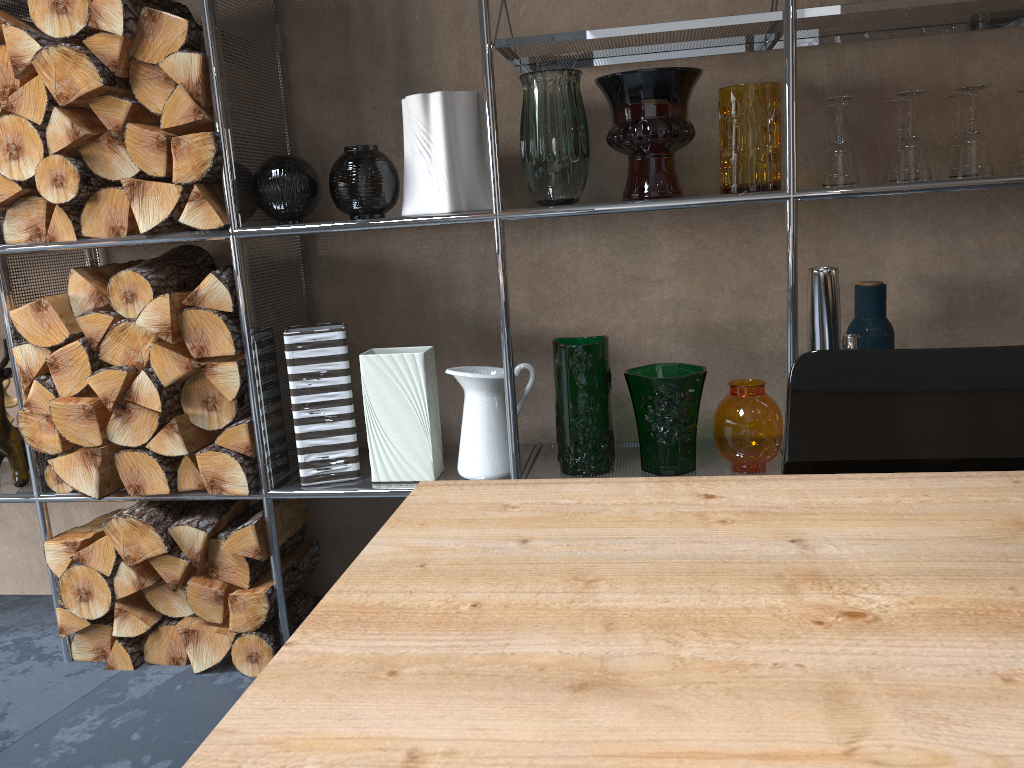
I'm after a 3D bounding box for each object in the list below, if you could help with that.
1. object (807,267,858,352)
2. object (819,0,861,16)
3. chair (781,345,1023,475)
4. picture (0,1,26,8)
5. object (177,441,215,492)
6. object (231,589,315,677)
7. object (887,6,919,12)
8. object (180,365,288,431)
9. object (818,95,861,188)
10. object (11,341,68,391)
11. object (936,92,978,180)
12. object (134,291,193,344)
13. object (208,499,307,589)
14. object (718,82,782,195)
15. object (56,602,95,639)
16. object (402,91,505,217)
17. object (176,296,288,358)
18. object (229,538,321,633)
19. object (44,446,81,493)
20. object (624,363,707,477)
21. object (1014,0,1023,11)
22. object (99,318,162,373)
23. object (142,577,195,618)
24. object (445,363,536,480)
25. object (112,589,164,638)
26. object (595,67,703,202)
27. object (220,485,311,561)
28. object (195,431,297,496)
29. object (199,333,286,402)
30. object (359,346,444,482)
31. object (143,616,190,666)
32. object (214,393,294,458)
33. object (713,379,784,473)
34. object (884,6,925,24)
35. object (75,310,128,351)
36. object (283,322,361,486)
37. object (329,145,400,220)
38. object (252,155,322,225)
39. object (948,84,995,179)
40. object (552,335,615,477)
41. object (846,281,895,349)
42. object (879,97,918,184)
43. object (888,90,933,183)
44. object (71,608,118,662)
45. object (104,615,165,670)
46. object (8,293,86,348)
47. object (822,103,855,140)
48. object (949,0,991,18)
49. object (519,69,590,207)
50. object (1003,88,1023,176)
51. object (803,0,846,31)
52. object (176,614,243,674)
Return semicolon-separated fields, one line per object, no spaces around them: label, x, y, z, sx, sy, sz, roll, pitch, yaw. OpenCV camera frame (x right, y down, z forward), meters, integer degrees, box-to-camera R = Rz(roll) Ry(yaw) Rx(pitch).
object;0.669;-0.033;1.838;0.129;0.420;0.129;-1;11;13
object;0.616;-0.764;1.665;0.092;0.124;0.092;4;14;35
chair;0.507;0.407;0.805;0.527;0.824;0.599;-2;11;10
picture;-1.429;-1.340;2.134;0.529;0.863;0.090;-2;11;9
object;-0.694;0.172;2.125;0.087;0.095;0.303;-2;11;9
object;-0.571;0.587;2.151;0.103;0.110;0.312;-3;11;6
object;0.743;-0.774;1.672;0.092;0.124;0.092;4;14;35
object;-0.652;0.012;2.100;0.143;0.143;0.286;-2;11;9
object;0.639;-0.470;1.731;0.081;0.170;0.081;4;14;35
object;-1.055;-0.066;2.128;0.097;0.120;0.308;-3;11;5
object;0.919;-0.508;1.826;0.081;0.170;0.081;-3;11;5
object;-0.734;-0.168;2.043;0.098;0.115;0.362;-2;11;9
object;-0.613;0.378;2.155;0.109;0.135;0.288;-1;11;13
object;0.477;-0.489;1.779;0.120;0.206;0.120;-11;13;-32
object;-1.013;0.531;2.228;0.095;0.088;0.303;-2;11;8
object;-0.134;-0.484;1.878;0.165;0.241;0.175;7;16;44
object;-0.632;-0.141;2.027;0.135;0.114;0.299;-2;11;7
object;-0.568;0.484;2.154;0.110;0.109;0.321;-2;11;10
object;-1.025;0.172;2.192;0.103;0.110;0.312;-3;11;6
object;0.337;0.077;1.911;0.157;0.219;0.161;-11;13;-33
object;1.040;-0.812;1.760;0.092;0.124;0.092;4;14;35
object;-0.814;-0.114;2.098;0.164;0.128;0.322;-2;11;9
object;-0.780;0.470;2.202;0.147;0.118;0.288;-3;11;6
object;-0.049;0.077;1.974;0.146;0.245;0.171;5;14;39
object;-0.866;0.513;2.211;0.103;0.098;0.330;-3;11;7
object;0.283;-0.501;1.809;0.216;0.243;0.218;-4;11;0
object;-0.583;0.327;2.125;0.105;0.105;0.331;-3;11;6
object;-0.612;0.164;2.081;0.126;0.112;0.287;-2;11;9
object;-0.609;-0.048;2.059;0.111;0.120;0.310;-2;11;9
object;-0.244;0.066;1.982;0.148;0.287;0.092;-2;11;10
object;-0.789;0.583;2.222;0.135;0.114;0.299;-2;11;7
object;-0.592;0.091;2.089;0.095;0.088;0.303;-2;11;8
object;0.499;0.089;1.878;0.145;0.188;0.145;-4;11;1
object;0.798;-0.803;1.801;0.092;0.124;0.092;4;14;35
object;-0.893;-0.144;2.093;0.098;0.090;0.303;-2;11;9
object;-0.432;0.042;2.023;0.139;0.347;0.140;-6;11;-10
object;-0.317;-0.432;1.906;0.151;0.154;0.151;-1;11;13
object;-0.490;-0.422;1.936;0.148;0.146;0.150;-6;11;-10
object;0.882;-0.481;1.698;0.081;0.170;0.081;-3;11;5
object;0.157;0.044;1.940;0.130;0.295;0.125;4;13;34
object;0.787;-0.039;1.952;0.099;0.372;0.099;-11;13;-31
object;0.813;-0.508;1.859;0.081;0.170;0.081;-3;11;5
object;0.774;-0.478;1.722;0.081;0.170;0.081;-3;11;5
object;-0.984;0.592;2.261;0.126;0.112;0.287;-2;11;9
object;-0.900;0.605;2.221;0.087;0.095;0.303;-2;11;9
object;-1.008;-0.162;2.084;0.151;0.119;0.300;-2;11;12
object;0.690;-0.502;1.876;0.081;0.170;0.081;4;14;35
object;0.921;-0.808;1.780;0.092;0.124;0.092;4;14;35
object;0.087;-0.501;1.829;0.142;0.264;0.144;5;14;39
object;1.054;-0.515;1.813;0.081;0.170;0.081;4;14;35
object;0.648;-0.798;1.826;0.092;0.124;0.092;4;14;35
object;-0.661;0.569;2.227;0.154;0.131;0.428;-2;11;10
